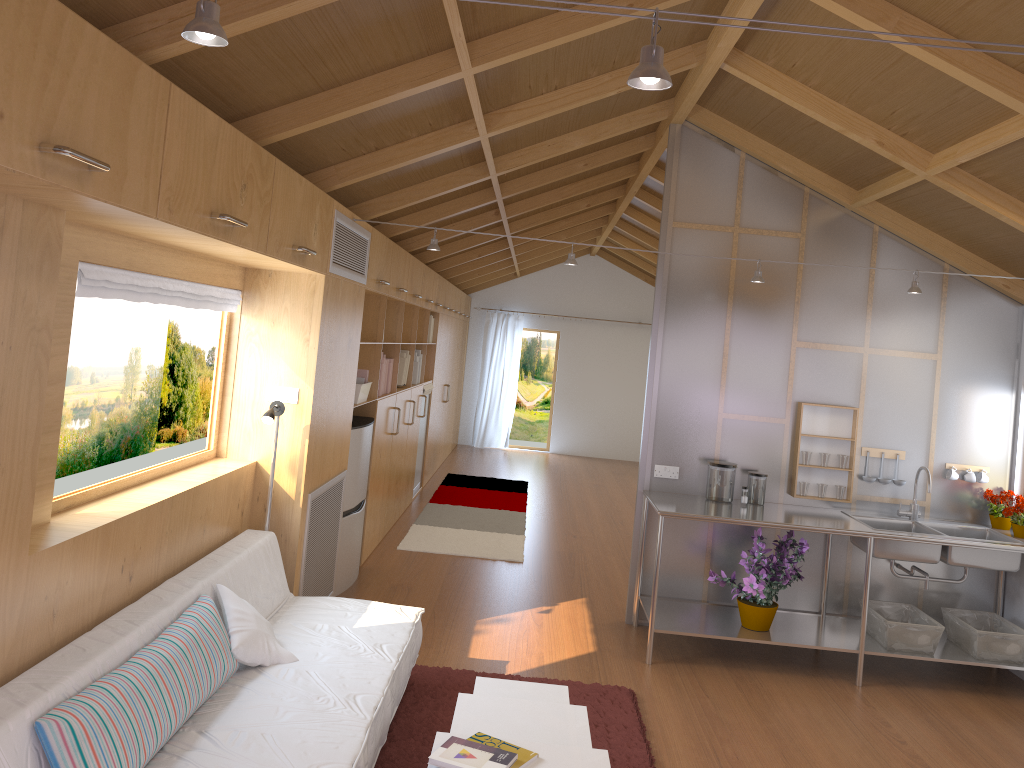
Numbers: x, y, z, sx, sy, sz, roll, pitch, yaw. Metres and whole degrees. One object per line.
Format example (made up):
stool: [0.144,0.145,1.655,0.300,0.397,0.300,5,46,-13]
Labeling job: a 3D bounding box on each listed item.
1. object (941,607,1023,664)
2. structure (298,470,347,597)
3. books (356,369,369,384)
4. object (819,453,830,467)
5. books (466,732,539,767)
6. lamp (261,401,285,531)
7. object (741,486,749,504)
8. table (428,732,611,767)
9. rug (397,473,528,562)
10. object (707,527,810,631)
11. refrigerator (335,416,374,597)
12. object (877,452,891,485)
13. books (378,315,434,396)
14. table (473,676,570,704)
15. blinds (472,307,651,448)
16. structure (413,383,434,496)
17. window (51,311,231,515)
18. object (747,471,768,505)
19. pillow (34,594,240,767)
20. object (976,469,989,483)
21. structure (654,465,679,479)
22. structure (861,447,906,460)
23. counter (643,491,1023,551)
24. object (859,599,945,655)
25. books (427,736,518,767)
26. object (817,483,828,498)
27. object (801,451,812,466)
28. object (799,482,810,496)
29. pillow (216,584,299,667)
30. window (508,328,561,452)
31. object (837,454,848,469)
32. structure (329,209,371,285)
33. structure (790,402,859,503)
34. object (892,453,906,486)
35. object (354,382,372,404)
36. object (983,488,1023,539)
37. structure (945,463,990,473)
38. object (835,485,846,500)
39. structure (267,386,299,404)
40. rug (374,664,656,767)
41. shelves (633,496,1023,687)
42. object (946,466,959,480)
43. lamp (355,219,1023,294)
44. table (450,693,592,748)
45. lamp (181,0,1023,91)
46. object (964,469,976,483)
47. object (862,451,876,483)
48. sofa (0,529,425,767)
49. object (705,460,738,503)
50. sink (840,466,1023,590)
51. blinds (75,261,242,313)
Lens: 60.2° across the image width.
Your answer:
object: [2.518,1.341,4.708,0.299,0.159,0.414,5,2,1]
structure: [-0.994,0.869,4.638,0.013,0.722,0.819,5,1,1]
books: [-1.002,-0.001,5.630,0.150,0.193,0.088,5,-1,2]
object: [1.802,0.439,5.100,0.061,0.077,0.061,5,0,-24]
books: [-0.049,1.001,2.389,0.194,0.016,0.152,7,3,31]
lamp: [-1.105,0.674,3.994,0.182,1.199,0.254,6,-2,-23]
object: [1.306,0.622,4.958,0.037,0.093,0.037,5,-1,17]
table: [0.000,1.237,2.227,0.485,0.439,0.524,5,1,2]
rug: [-0.327,1.159,8.243,0.917,0.011,3.720,5,3,1]
object: [1.335,1.030,4.707,0.524,0.554,0.351,5,0,-7]
refrigerator: [-1.055,0.722,5.494,0.262,0.989,0.712,5,0,1]
object: [2.147,0.488,5.087,0.075,0.183,0.074,5,-1,33]
books: [-0.933,-0.311,7.489,0.189,0.658,3.108,5,3,1]
table: [0.018,1.263,3.087,0.342,0.309,0.369,5,1,2]
blinds: [0.763,0.010,12.917,2.847,2.041,0.232,5,-2,1]
structure: [-1.006,0.519,8.653,0.316,1.081,0.724,5,0,1]
window: [-1.388,-0.020,3.411,0.035,0.791,1.496,5,2,1]
object: [1.398,0.597,5.053,0.113,0.177,0.113,5,-1,22]
pillow: [-1.015,0.883,2.544,0.171,0.252,1.041,5,2,1]
object: [2.714,0.532,5.092,0.059,0.080,0.062,5,0,2]
structure: [0.903,0.514,5.164,0.142,0.071,0.011,5,-2,2]
structure: [2.157,0.404,5.129,0.250,0.051,0.016,5,-1,2]
counter: [1.806,0.746,4.816,2.109,0.021,0.649,5,3,2]
object: [2.066,1.298,4.721,0.299,0.159,0.414,5,2,1]
books: [-0.101,0.983,2.322,0.193,0.016,0.152,6,3,21]
object: [1.785,0.616,5.094,0.061,0.077,0.061,5,0,-24]
object: [1.698,0.429,5.103,0.061,0.077,0.061,5,0,14]
object: [1.682,0.606,5.097,0.061,0.077,0.061,5,0,14]
pillow: [-0.921,0.861,3.165,0.266,0.252,0.347,5,1,-35]
window: [0.202,0.066,13.094,0.874,1.790,0.025,5,-2,2]
object: [1.905,0.449,5.096,0.061,0.077,0.061,5,0,-24]
structure: [-0.847,-0.704,4.663,0.013,0.301,0.902,5,2,1]
structure: [1.806,0.394,5.109,0.328,0.546,0.076,5,-2,2]
object: [2.232,0.496,5.085,0.075,0.183,0.074,5,-1,33]
object: [-1.006,0.047,5.504,0.203,0.123,0.349,5,2,1]
object: [2.766,0.716,4.774,0.233,0.235,0.688,5,2,2]
structure: [2.637,0.487,5.101,0.250,0.032,0.041,5,1,2]
object: [1.888,0.626,5.091,0.061,0.077,0.061,5,0,-24]
structure: [-1.075,0.051,4.148,0.142,0.071,0.011,5,-2,2]
rug: [-0.417,1.400,2.898,1.885,0.020,2.480,5,3,1]
shelves: [1.769,1.139,4.804,2.092,0.754,0.632,5,0,2]
object: [2.542,0.516,5.097,0.059,0.080,0.062,5,0,2]
lamp: [1.072,-0.622,4.578,3.828,0.153,0.072,5,-1,2]
table: [0.010,1.244,2.687,0.424,0.384,0.458,5,1,2]
lamp: [0.985,-0.480,1.388,3.828,0.153,0.072,5,-1,2]
object: [2.635,0.526,5.089,0.059,0.081,0.062,5,0,9]
object: [2.062,0.480,5.090,0.075,0.183,0.074,5,-1,33]
sofa: [-0.843,1.050,2.812,0.862,0.629,2.354,5,2,1]
object: [1.191,0.557,5.040,0.172,0.216,0.171,5,0,15]
sink: [2.273,0.783,4.828,0.810,0.642,0.563,5,0,2]
blinds: [-1.306,-0.354,3.420,0.047,0.111,1.497,5,3,1]
